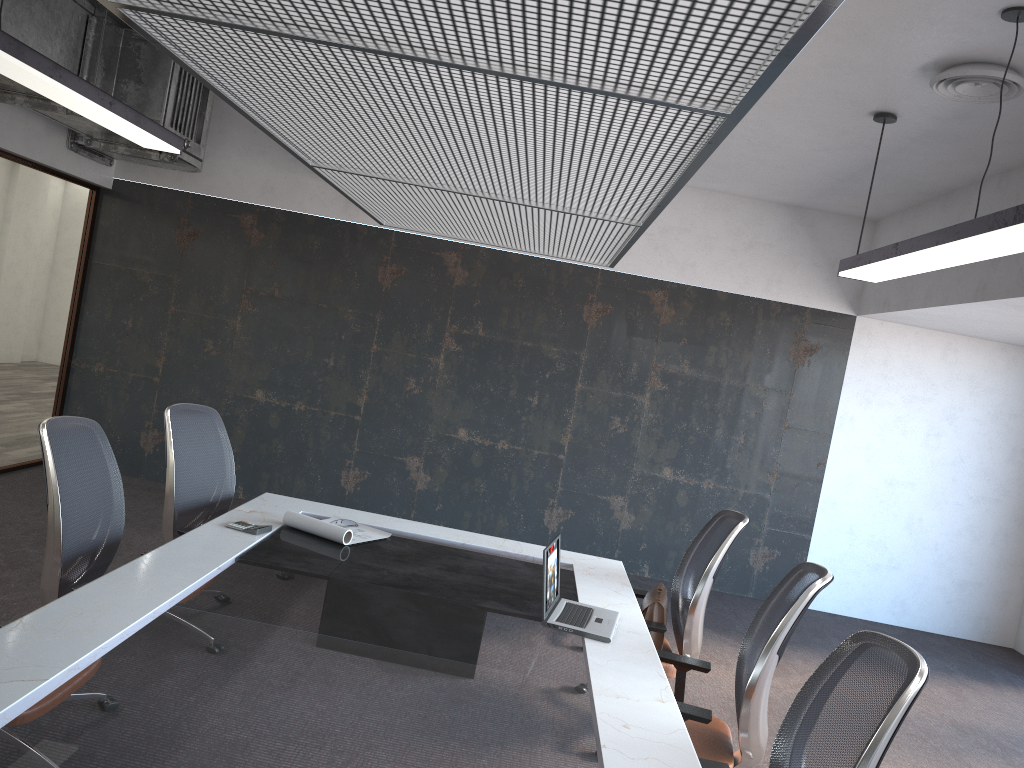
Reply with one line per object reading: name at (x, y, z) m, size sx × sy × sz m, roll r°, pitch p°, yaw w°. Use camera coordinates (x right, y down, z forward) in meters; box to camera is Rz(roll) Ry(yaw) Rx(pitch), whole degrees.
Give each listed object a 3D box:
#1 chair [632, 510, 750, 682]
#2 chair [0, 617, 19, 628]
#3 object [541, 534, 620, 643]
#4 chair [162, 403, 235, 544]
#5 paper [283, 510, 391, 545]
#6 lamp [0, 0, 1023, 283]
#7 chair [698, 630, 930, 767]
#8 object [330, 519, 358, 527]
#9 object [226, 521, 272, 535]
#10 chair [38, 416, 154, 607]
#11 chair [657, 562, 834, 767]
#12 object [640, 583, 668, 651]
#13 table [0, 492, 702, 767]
chair at (0.618, 1.120, 4.200) m, size 0.828 × 1.166 × 0.789 m, roll 9°, pitch 3°, yaw -35°
chair at (-1.484, 0.798, 2.449) m, size 0.828 × 1.166 × 0.789 m, roll 9°, pitch 3°, yaw -35°
object at (0.274, 0.774, 3.413) m, size 0.308 × 0.277 × 0.366 m, roll 11°, pitch 2°, yaw 12°
chair at (-1.374, 0.739, 4.339) m, size 0.828 × 1.166 × 0.789 m, roll 10°, pitch 2°, yaw -19°
paper at (-0.804, 0.651, 4.123) m, size 0.348 × 0.069 × 0.379 m, roll 12°, pitch 3°, yaw 27°
lamp at (-0.058, -1.274, 1.891) m, size 4.126 × 0.908 × 6.097 m, roll 11°, pitch 2°, yaw 1°
chair at (0.557, 1.188, 2.306) m, size 0.828 × 1.166 × 0.789 m, roll 9°, pitch 3°, yaw -35°
object at (-0.818, 0.661, 4.212) m, size 0.049 × 0.036 × 0.200 m, roll 13°, pitch 3°, yaw 38°
object at (-1.143, 0.618, 3.856) m, size 0.161 × 0.026 × 0.126 m, roll 11°, pitch 2°, yaw 16°
chair at (-1.453, 0.764, 3.396) m, size 0.828 × 1.166 × 0.789 m, roll 9°, pitch 3°, yaw -35°
chair at (0.654, 1.167, 3.253) m, size 0.828 × 1.166 × 0.789 m, roll 10°, pitch 3°, yaw -24°
object at (0.672, 1.098, 4.205) m, size 0.138 × 0.308 × 0.378 m, roll 11°, pitch 2°, yaw 12°
table at (-0.518, 1.211, 1.909) m, size 1.898 × 0.745 × 5.498 m, roll 11°, pitch 2°, yaw 1°
